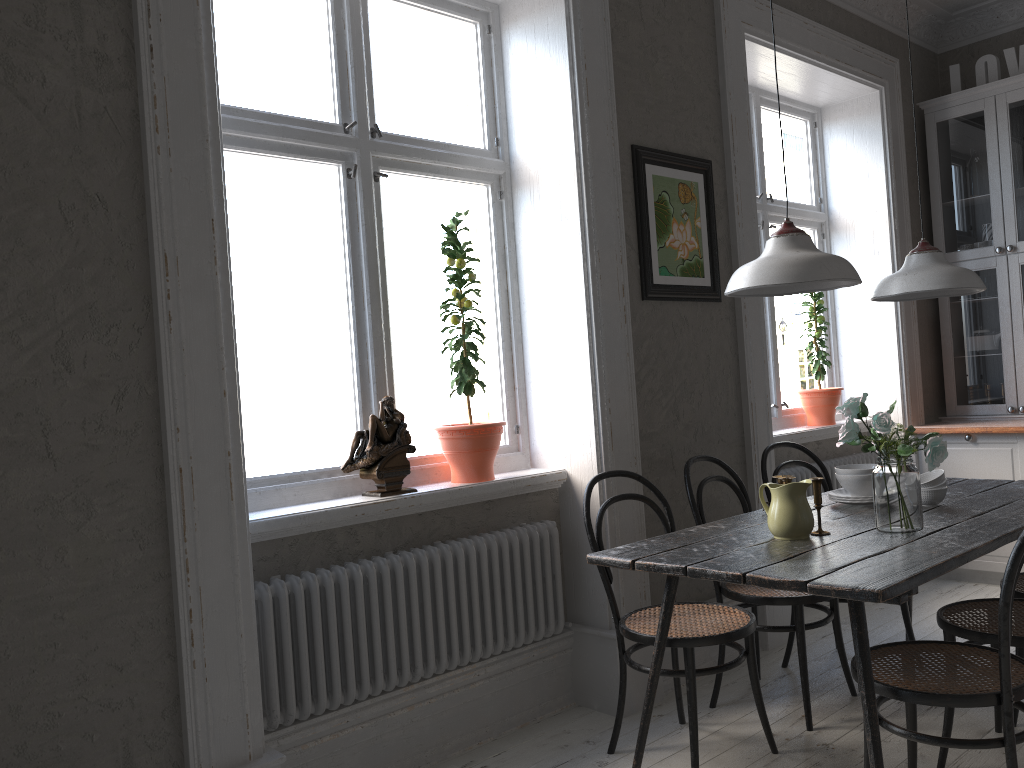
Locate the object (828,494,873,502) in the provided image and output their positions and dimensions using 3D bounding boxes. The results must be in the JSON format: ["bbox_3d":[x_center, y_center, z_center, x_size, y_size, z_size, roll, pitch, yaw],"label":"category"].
[{"bbox_3d":[1.256,0.407,3.169,0.235,0.027,0.240,-4,0,16],"label":"object"}]

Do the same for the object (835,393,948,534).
[{"bbox_3d":[1.124,0.228,2.611,0.257,0.414,0.305,-4,0,-44],"label":"object"}]

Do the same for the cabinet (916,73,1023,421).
[{"bbox_3d":[2.907,-0.742,5.085,0.396,1.921,0.861,-4,0,-42],"label":"cabinet"}]

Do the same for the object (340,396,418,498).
[{"bbox_3d":[-0.446,0.206,2.937,0.242,0.329,0.117,-4,0,-41],"label":"object"}]

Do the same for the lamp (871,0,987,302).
[{"bbox_3d":[1.408,-1.236,3.143,0.387,1.858,0.372,-4,0,-35],"label":"lamp"}]

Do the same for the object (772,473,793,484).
[{"bbox_3d":[0.881,0.368,2.869,0.094,0.172,0.098,-4,0,29],"label":"object"}]

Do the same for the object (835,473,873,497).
[{"bbox_3d":[1.253,0.363,3.169,0.176,0.094,0.183,-4,0,39],"label":"object"}]

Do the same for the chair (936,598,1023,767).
[{"bbox_3d":[1.532,0.680,2.594,0.447,0.920,0.538,-4,0,-35],"label":"chair"}]

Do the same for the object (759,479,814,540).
[{"bbox_3d":[0.822,0.372,2.644,0.148,0.170,0.136,-4,0,9],"label":"object"}]

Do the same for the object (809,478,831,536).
[{"bbox_3d":[0.921,0.367,2.661,0.060,0.167,0.058,-4,0,-29],"label":"object"}]

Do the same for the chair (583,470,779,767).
[{"bbox_3d":[0.534,0.752,2.910,0.447,0.920,0.538,-4,0,-35],"label":"chair"}]

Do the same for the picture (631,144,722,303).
[{"bbox_3d":[0.693,-0.651,3.675,0.532,0.619,0.019,-4,0,-42],"label":"picture"}]

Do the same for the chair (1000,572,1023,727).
[{"bbox_3d":[1.908,0.655,2.914,0.447,0.920,0.537,-4,0,-45],"label":"chair"}]

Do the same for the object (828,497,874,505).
[{"bbox_3d":[1.257,0.416,3.169,0.241,0.027,0.233,-4,0,-24],"label":"object"}]

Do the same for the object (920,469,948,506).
[{"bbox_3d":[1.428,0.357,3.041,0.130,0.119,0.122,-4,0,-27],"label":"object"}]

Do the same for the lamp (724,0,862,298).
[{"bbox_3d":[0.734,-1.191,2.528,0.381,1.858,0.378,-4,0,-5],"label":"lamp"}]

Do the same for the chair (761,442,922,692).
[{"bbox_3d":[1.328,0.700,3.617,0.446,0.920,0.539,-4,0,-30],"label":"chair"}]

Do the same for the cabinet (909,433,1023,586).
[{"bbox_3d":[3.066,0.602,3.015,1.982,0.854,4.207,-4,0,5],"label":"cabinet"}]

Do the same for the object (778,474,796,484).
[{"bbox_3d":[0.866,0.369,2.775,0.063,0.172,0.061,-4,0,-21],"label":"object"}]

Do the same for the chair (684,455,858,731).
[{"bbox_3d":[0.950,0.725,3.295,0.447,0.920,0.537,-4,0,-45],"label":"chair"}]

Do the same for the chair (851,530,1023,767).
[{"bbox_3d":[1.132,0.707,2.223,0.447,0.920,0.537,-4,0,-45],"label":"chair"}]

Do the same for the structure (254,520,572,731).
[{"bbox_3d":[-0.273,0.748,2.931,1.249,0.428,0.145,-4,0,-44],"label":"structure"}]

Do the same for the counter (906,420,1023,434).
[{"bbox_3d":[2.630,0.223,3.243,3.463,0.039,3.094,-4,0,-42],"label":"counter"}]

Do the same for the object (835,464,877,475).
[{"bbox_3d":[1.251,0.342,3.169,0.176,0.094,0.183,-4,0,39],"label":"object"}]

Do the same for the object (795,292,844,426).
[{"bbox_3d":[1.695,-0.178,4.926,0.263,0.813,0.257,-4,0,-15],"label":"object"}]

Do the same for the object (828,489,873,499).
[{"bbox_3d":[1.256,0.398,3.169,0.241,0.027,0.234,-4,0,-19],"label":"object"}]

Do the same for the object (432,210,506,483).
[{"bbox_3d":[-0.176,-0.143,3.209,0.271,0.991,0.269,-4,0,-3],"label":"object"}]

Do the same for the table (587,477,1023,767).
[{"bbox_3d":[1.257,0.795,2.929,1.961,0.735,0.886,-4,0,-42],"label":"table"}]

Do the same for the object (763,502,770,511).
[{"bbox_3d":[0.968,0.393,3.140,0.137,0.112,0.142,-4,0,30],"label":"object"}]

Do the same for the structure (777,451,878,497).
[{"bbox_3d":[1.636,0.623,4.675,1.249,0.428,0.145,-4,0,-44],"label":"structure"}]
